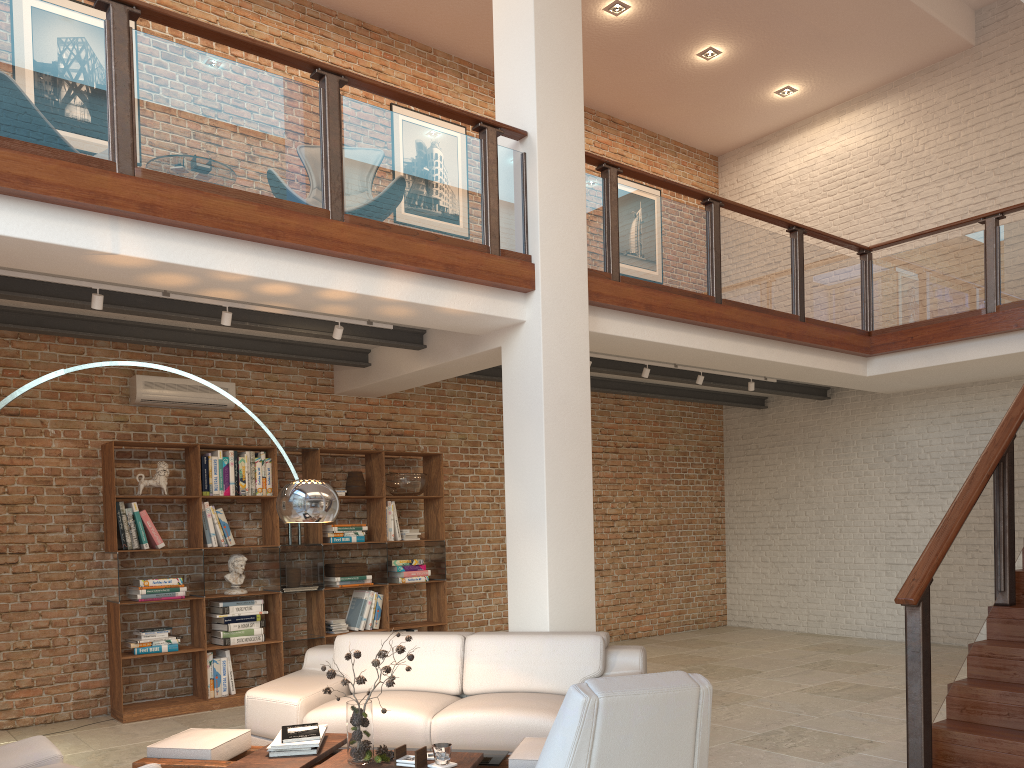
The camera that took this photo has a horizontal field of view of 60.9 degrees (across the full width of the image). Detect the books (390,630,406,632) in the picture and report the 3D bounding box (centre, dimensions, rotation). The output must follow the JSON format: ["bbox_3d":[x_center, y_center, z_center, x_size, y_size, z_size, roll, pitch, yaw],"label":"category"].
[{"bbox_3d":[-1.089,2.584,8.487,0.069,0.382,0.245,-2,-1,-39],"label":"books"}]

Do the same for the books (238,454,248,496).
[{"bbox_3d":[-2.334,0.791,7.499,0.020,0.357,0.274,-3,-1,-39],"label":"books"}]

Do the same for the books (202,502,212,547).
[{"bbox_3d":[-2.608,1.179,7.301,0.101,0.381,0.245,-2,-1,-39],"label":"books"}]

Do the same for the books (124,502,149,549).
[{"bbox_3d":[-3.002,1.134,6.965,0.121,0.379,0.245,-2,-1,-39],"label":"books"}]

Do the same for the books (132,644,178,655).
[{"bbox_3d":[-2.891,2.133,7.052,0.327,0.055,0.258,3,-10,-28],"label":"books"}]

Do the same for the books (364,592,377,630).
[{"bbox_3d":[-1.385,2.144,8.257,0.097,0.352,0.274,-2,-2,-39],"label":"books"}]

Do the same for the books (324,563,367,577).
[{"bbox_3d":[-1.546,1.730,8.115,0.336,0.117,0.215,5,-9,-38],"label":"books"}]

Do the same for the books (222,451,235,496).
[{"bbox_3d":[-2.424,0.766,7.415,0.036,0.381,0.245,-2,-1,-39],"label":"books"}]

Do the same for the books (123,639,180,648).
[{"bbox_3d":[-2.913,2.087,7.045,0.381,0.036,0.247,6,-12,-38],"label":"books"}]

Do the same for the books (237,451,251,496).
[{"bbox_3d":[-2.320,0.782,7.528,0.036,0.381,0.245,-2,-1,-39],"label":"books"}]

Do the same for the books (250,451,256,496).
[{"bbox_3d":[-2.283,0.783,7.540,0.036,0.381,0.245,-2,-1,-39],"label":"books"}]

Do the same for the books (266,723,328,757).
[{"bbox_3d":[-1.059,1.755,4.313,0.250,0.073,0.406,-1,-9,-6],"label":"books"}]

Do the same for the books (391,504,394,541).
[{"bbox_3d":[-1.215,1.334,8.389,0.020,0.357,0.274,-3,-1,-39],"label":"books"}]

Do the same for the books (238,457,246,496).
[{"bbox_3d":[-2.355,0.800,7.464,0.055,0.327,0.256,-2,-2,-39],"label":"books"}]

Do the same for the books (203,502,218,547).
[{"bbox_3d":[-2.564,1.180,7.306,0.103,0.381,0.245,-2,-1,-39],"label":"books"}]

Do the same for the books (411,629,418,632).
[{"bbox_3d":[-0.985,2.593,8.563,0.069,0.382,0.245,-2,-1,-39],"label":"books"}]

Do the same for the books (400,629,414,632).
[{"bbox_3d":[-1.020,2.592,8.548,0.069,0.382,0.245,-2,-1,-39],"label":"books"}]

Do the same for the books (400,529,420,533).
[{"bbox_3d":[-1.023,1.440,8.525,0.207,0.033,0.133,-9,-12,41],"label":"books"}]

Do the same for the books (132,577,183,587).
[{"bbox_3d":[-2.877,1.605,7.071,0.327,0.055,0.257,5,-11,-36],"label":"books"}]

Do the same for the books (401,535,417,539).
[{"bbox_3d":[-1.022,1.492,8.526,0.132,0.033,0.208,3,-10,-28],"label":"books"}]

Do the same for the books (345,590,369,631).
[{"bbox_3d":[-1.468,2.130,8.208,0.163,0.370,0.245,-1,-2,-39],"label":"books"}]

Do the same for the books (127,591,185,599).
[{"bbox_3d":[-2.880,1.705,7.054,0.381,0.036,0.246,7,-12,-43],"label":"books"}]

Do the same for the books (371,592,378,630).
[{"bbox_3d":[-1.374,2.149,8.277,0.097,0.352,0.274,-2,-2,-39],"label":"books"}]

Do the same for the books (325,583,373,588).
[{"bbox_3d":[-1.519,1.877,8.151,0.357,0.020,0.275,6,-12,-40],"label":"books"}]

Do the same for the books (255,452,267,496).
[{"bbox_3d":[-2.209,0.791,7.598,0.036,0.381,0.245,-2,-1,-39],"label":"books"}]

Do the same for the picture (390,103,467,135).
[{"bbox_3d":[-0.832,-2.154,8.940,0.914,1.188,0.027,1,0,-38],"label":"picture"}]

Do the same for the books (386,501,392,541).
[{"bbox_3d":[-1.231,1.316,8.363,0.036,0.381,0.245,-2,-1,-39],"label":"books"}]

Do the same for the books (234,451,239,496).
[{"bbox_3d":[-2.401,0.771,7.446,0.036,0.381,0.245,-2,-1,-39],"label":"books"}]

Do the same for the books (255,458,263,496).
[{"bbox_3d":[-2.242,0.813,7.565,0.055,0.327,0.256,-2,-2,-39],"label":"books"}]

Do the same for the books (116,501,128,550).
[{"bbox_3d":[-3.117,1.121,6.879,0.091,0.382,0.245,-2,-1,-39],"label":"books"}]

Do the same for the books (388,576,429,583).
[{"bbox_3d":[-1.023,1.913,8.543,0.327,0.055,0.257,5,-11,-36],"label":"books"}]

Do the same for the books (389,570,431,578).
[{"bbox_3d":[-1.004,1.859,8.557,0.328,0.055,0.257,7,-12,-43],"label":"books"}]

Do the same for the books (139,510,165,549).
[{"bbox_3d":[-2.943,1.176,7.042,0.195,0.316,0.256,0,-3,-39],"label":"books"}]

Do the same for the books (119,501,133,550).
[{"bbox_3d":[-3.093,1.125,6.909,0.091,0.382,0.245,-2,-1,-39],"label":"books"}]

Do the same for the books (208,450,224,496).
[{"bbox_3d":[-2.501,0.760,7.361,0.036,0.381,0.245,-2,-1,-39],"label":"books"}]

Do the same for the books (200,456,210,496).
[{"bbox_3d":[-2.607,0.779,7.296,0.055,0.327,0.256,-2,-2,-39],"label":"books"}]

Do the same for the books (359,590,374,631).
[{"bbox_3d":[-1.420,2.129,8.216,0.161,0.370,0.245,-1,-2,-39],"label":"books"}]

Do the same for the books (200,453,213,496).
[{"bbox_3d":[-2.576,0.768,7.319,0.020,0.357,0.274,-3,-1,-39],"label":"books"}]

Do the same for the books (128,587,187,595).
[{"bbox_3d":[-2.869,1.668,7.055,0.381,0.036,0.246,8,-13,-44],"label":"books"}]

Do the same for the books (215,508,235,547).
[{"bbox_3d":[-2.470,1.216,7.386,0.158,0.327,0.256,-1,-2,-39],"label":"books"}]

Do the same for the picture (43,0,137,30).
[{"bbox_3d":[-3.426,-2.423,6.881,0.914,1.188,0.027,1,0,-38],"label":"picture"}]

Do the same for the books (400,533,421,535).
[{"bbox_3d":[-1.019,1.467,8.534,0.171,0.018,0.239,5,-11,-35],"label":"books"}]

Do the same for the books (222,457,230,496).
[{"bbox_3d":[-2.473,0.793,7.402,0.055,0.327,0.256,-2,-2,-39],"label":"books"}]

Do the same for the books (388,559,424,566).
[{"bbox_3d":[-1.062,1.744,8.524,0.327,0.055,0.258,3,-10,-28],"label":"books"}]

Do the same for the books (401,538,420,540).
[{"bbox_3d":[-1.024,1.521,8.543,0.171,0.018,0.239,4,-11,-30],"label":"books"}]

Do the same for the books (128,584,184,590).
[{"bbox_3d":[-2.883,1.642,7.069,0.357,0.020,0.275,6,-12,-40],"label":"books"}]

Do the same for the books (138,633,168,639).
[{"bbox_3d":[-2.912,2.036,7.063,0.206,0.033,0.134,6,-11,-38],"label":"books"}]

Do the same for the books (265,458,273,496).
[{"bbox_3d":[-2.180,0.824,7.642,0.055,0.327,0.256,-2,-2,-39],"label":"books"}]

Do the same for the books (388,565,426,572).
[{"bbox_3d":[-1.048,1.802,8.536,0.327,0.055,0.257,6,-11,-38],"label":"books"}]

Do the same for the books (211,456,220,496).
[{"bbox_3d":[-2.535,0.783,7.329,0.055,0.327,0.256,-2,-2,-39],"label":"books"}]

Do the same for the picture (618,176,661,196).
[{"bbox_3d":[1.544,-1.908,10.826,0.914,1.188,0.027,1,0,-38],"label":"picture"}]

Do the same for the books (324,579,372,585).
[{"bbox_3d":[-1.540,1.850,8.153,0.381,0.036,0.246,7,-12,-43],"label":"books"}]

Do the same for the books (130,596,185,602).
[{"bbox_3d":[-2.877,1.735,7.066,0.356,0.020,0.275,6,-12,-38],"label":"books"}]

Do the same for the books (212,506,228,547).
[{"bbox_3d":[-2.516,1.205,7.368,0.124,0.346,0.274,-2,-2,-39],"label":"books"}]

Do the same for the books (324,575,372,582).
[{"bbox_3d":[-1.531,1.807,8.117,0.381,0.036,0.246,6,-12,-39],"label":"books"}]

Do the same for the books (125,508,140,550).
[{"bbox_3d":[-3.064,1.157,6.956,0.102,0.332,0.256,-2,-2,-39],"label":"books"}]

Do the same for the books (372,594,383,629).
[{"bbox_3d":[-1.330,2.159,8.293,0.116,0.331,0.256,-2,-2,-39],"label":"books"}]

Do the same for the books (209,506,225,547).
[{"bbox_3d":[-2.528,1.202,7.347,0.124,0.346,0.274,-2,-2,-39],"label":"books"}]
